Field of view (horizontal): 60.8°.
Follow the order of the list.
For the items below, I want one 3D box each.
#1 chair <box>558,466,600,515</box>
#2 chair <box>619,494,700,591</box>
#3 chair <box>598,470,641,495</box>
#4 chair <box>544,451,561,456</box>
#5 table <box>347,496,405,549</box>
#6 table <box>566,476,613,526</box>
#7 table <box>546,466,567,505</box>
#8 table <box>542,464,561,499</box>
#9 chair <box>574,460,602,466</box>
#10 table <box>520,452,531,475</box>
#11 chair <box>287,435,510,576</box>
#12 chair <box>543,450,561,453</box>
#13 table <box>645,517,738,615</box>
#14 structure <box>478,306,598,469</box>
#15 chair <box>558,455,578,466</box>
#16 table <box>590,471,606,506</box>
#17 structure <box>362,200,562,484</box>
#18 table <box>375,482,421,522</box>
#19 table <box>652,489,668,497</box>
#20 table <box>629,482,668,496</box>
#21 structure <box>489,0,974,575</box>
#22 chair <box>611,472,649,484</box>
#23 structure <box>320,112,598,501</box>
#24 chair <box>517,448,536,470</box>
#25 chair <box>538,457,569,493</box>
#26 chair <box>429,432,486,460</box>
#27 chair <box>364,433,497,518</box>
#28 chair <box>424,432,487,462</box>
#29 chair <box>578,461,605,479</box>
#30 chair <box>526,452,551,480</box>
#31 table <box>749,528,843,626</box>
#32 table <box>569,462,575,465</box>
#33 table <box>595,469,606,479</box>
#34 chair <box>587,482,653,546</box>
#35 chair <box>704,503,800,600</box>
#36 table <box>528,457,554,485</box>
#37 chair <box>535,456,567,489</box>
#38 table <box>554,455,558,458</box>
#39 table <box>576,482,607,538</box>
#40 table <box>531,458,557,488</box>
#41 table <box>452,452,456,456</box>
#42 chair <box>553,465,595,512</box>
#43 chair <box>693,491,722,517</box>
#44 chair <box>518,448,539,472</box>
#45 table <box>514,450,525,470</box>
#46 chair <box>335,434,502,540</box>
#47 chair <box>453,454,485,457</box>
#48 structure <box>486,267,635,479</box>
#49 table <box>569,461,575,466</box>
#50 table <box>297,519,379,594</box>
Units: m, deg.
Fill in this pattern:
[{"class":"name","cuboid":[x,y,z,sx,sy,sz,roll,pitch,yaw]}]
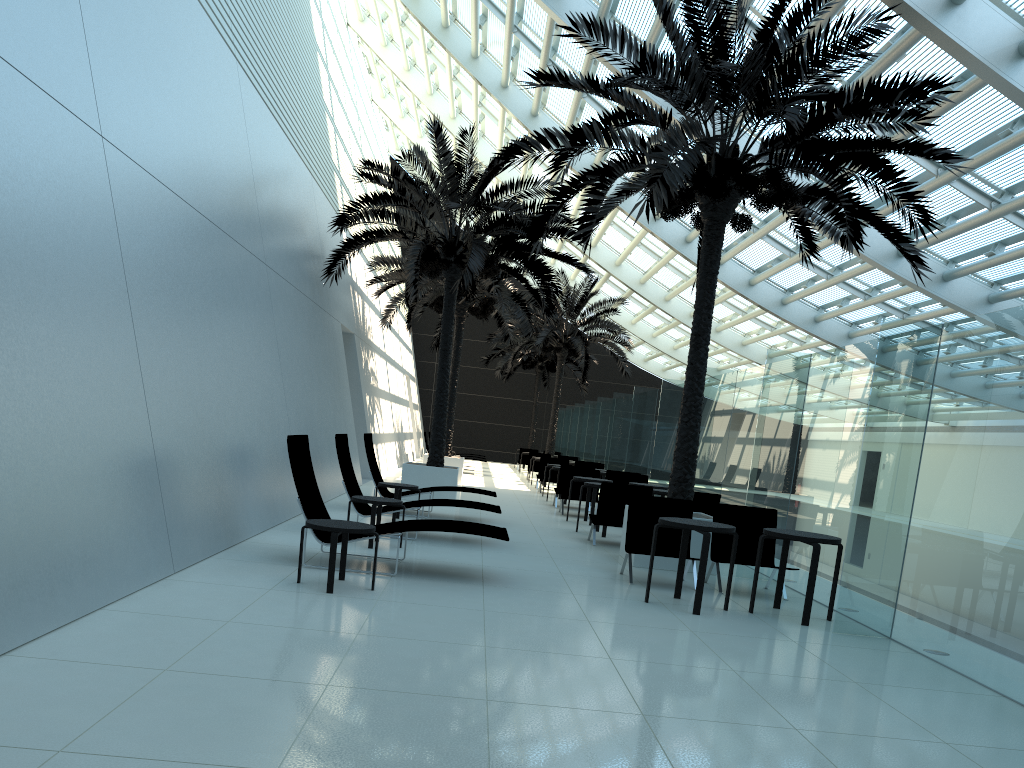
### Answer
[{"class":"chair","cuboid":[1.311,2.028,16.265,0.717,0.896,0.879,6,2,-2]},{"class":"chair","cuboid":[1.592,1.645,9.069,0.717,0.896,0.879,6,2,-2]},{"class":"chair","cuboid":[2.185,2.225,18.020,0.717,0.896,0.879,6,2,-2]},{"class":"chair","cuboid":[1.577,3.032,33.209,0.717,0.896,0.879,6,2,-2]},{"class":"table","cuboid":[-1.506,1.522,9.615,0.546,0.522,0.556,8,2,40]},{"class":"table","cuboid":[1.349,2.015,14.983,0.671,0.789,0.681,8,3,36]},{"class":"table","cuboid":[1.177,2.236,19.151,0.670,0.789,0.682,9,4,40]},{"class":"table","cuboid":[1.129,2.315,20.614,0.671,0.789,0.681,8,3,36]},{"class":"chair","cuboid":[1.965,2.525,23.652,0.717,0.896,0.879,6,2,-2]},{"class":"table","cuboid":[0.689,2.914,31.866,0.671,0.789,0.681,8,3,36]},{"class":"chair","cuboid":[-1.035,1.163,8.188,2.038,1.170,0.912,6,3,-3]},{"class":"chair","cuboid":[1.525,3.124,34.904,0.717,0.896,0.879,6,2,-2]},{"class":"table","cuboid":[1.626,1.638,7.902,0.683,0.789,0.669,4,4,-45]},{"class":"structure","cuboid":[1.254,0.165,37.438,4.481,7.092,4.730,4,4,-24]},{"class":"chair","cuboid":[1.799,2.729,27.529,0.717,0.896,0.879,6,2,-2]},{"class":"table","cuboid":[2.140,2.345,19.202,0.670,0.789,0.682,9,4,40]},{"class":"structure","cuboid":[-1.508,-0.980,21.731,4.237,6.966,4.635,9,5,31]},{"class":"table","cuboid":[-1.606,1.658,12.182,0.546,0.522,0.556,8,2,40]},{"class":"table","cuboid":[2.366,2.037,13.420,0.670,0.789,0.682,9,4,40]},{"class":"table","cuboid":[2.312,2.124,15.034,0.671,0.789,0.681,8,3,36]},{"class":"structure","cuboid":[2.298,-1.287,10.204,4.792,7.094,4.420,7,4,16]},{"class":"chair","cuboid":[2.238,2.132,16.313,0.717,0.896,0.879,6,2,-2]},{"class":"structure","cuboid":[-1.073,-1.245,15.757,4.667,6.905,4.206,4,5,-24]},{"class":"chair","cuboid":[0.599,3.019,34.855,0.717,0.896,0.879,6,2,-2]},{"class":"chair","cuboid":[1.091,2.328,21.908,0.717,0.896,0.879,6,2,-2]},{"class":"chair","cuboid":[-1.890,2.327,30.055,2.038,1.170,0.912,6,3,-3]},{"class":"chair","cuboid":[-1.236,1.436,13.322,2.038,1.170,0.912,6,3,-3]},{"class":"chair","cuboid":[-1.790,2.190,27.488,2.038,1.170,0.912,6,3,-3]},{"class":"chair","cuboid":[2.017,2.433,21.957,0.717,0.896,0.879,6,2,-2]},{"class":"chair","cuboid":[0.873,2.625,27.480,0.717,0.896,0.879,6,2,-2]},{"class":"table","cuboid":[2.589,1.747,7.953,0.683,0.789,0.669,4,4,-45]},{"class":"table","cuboid":[1.920,2.644,24.833,0.670,0.789,0.682,9,4,40]},{"class":"table","cuboid":[2.092,2.423,20.665,0.671,0.789,0.681,8,3,36]},{"class":"chair","cuboid":[1.485,1.812,12.189,0.717,0.896,0.879,6,2,-2]},{"class":"chair","cuboid":[2.519,1.749,9.118,0.717,0.896,0.879,6,2,-2]},{"class":"table","cuboid":[0.910,2.612,26.211,0.671,0.789,0.681,8,3,36]},{"class":"chair","cuboid":[1.039,2.420,23.603,0.717,0.896,0.879,6,2,-2]},{"class":"table","cuboid":[1.652,3.022,31.917,0.671,0.789,0.681,8,3,36]},{"class":"table","cuboid":[1.403,1.928,13.369,0.670,0.789,0.682,9,4,40]},{"class":"table","cuboid":[0.957,2.535,24.782,0.670,0.789,0.682,9,4,40]},{"class":"table","cuboid":[-2.363,2.690,31.562,0.546,0.522,0.556,8,2,40]},{"class":"chair","cuboid":[1.259,2.120,17.972,0.717,0.896,0.879,6,2,-2]},{"class":"chair","cuboid":[2.411,1.917,12.238,0.717,0.896,0.879,6,2,-2]},{"class":"chair","cuboid":[0.651,2.927,33.160,0.717,0.896,0.879,6,2,-2]},{"class":"table","cuboid":[0.517,3.134,36.034,0.683,0.789,0.669,4,4,-45]},{"class":"chair","cuboid":[-1.136,1.299,10.755,2.038,1.170,0.912,6,3,-3]},{"class":"chair","cuboid":[-1.993,2.468,32.702,2.038,1.170,0.912,6,3,-3]},{"class":"structure","cuboid":[1.546,-0.271,29.309,4.836,7.094,4.379,6,4,-9]},{"class":"table","cuboid":[1.873,2.721,26.262,0.671,0.789,0.681,8,3,36]},{"class":"table","cuboid":[-1.405,1.385,7.048,0.546,0.522,0.556,8,2,40]}]
